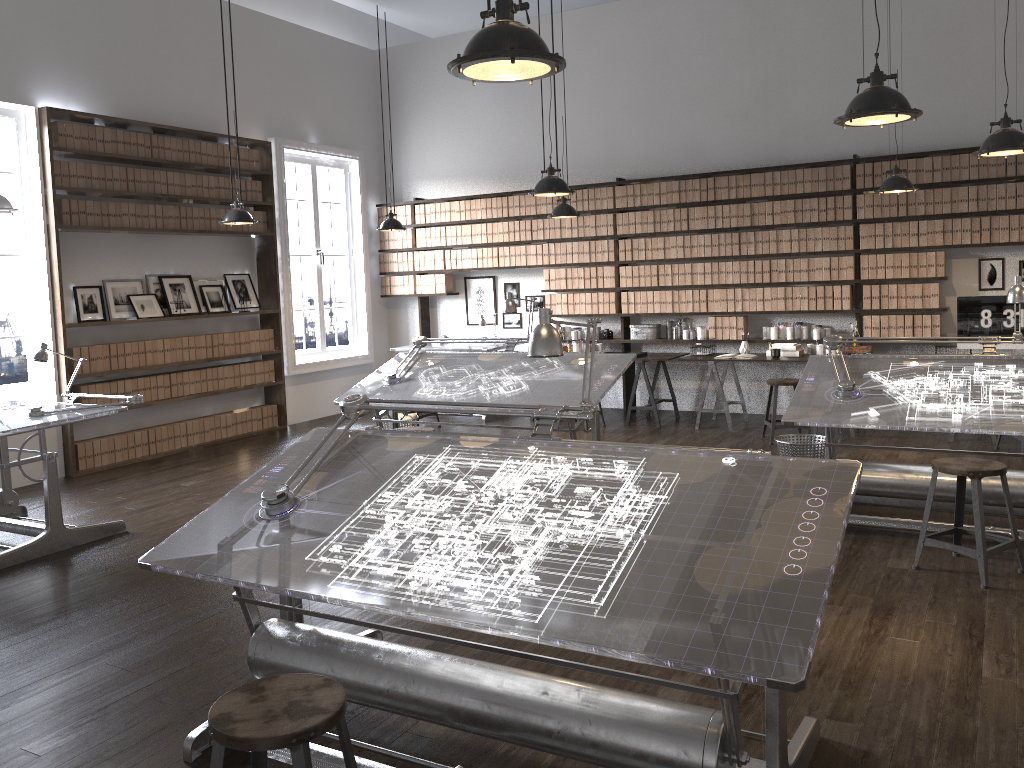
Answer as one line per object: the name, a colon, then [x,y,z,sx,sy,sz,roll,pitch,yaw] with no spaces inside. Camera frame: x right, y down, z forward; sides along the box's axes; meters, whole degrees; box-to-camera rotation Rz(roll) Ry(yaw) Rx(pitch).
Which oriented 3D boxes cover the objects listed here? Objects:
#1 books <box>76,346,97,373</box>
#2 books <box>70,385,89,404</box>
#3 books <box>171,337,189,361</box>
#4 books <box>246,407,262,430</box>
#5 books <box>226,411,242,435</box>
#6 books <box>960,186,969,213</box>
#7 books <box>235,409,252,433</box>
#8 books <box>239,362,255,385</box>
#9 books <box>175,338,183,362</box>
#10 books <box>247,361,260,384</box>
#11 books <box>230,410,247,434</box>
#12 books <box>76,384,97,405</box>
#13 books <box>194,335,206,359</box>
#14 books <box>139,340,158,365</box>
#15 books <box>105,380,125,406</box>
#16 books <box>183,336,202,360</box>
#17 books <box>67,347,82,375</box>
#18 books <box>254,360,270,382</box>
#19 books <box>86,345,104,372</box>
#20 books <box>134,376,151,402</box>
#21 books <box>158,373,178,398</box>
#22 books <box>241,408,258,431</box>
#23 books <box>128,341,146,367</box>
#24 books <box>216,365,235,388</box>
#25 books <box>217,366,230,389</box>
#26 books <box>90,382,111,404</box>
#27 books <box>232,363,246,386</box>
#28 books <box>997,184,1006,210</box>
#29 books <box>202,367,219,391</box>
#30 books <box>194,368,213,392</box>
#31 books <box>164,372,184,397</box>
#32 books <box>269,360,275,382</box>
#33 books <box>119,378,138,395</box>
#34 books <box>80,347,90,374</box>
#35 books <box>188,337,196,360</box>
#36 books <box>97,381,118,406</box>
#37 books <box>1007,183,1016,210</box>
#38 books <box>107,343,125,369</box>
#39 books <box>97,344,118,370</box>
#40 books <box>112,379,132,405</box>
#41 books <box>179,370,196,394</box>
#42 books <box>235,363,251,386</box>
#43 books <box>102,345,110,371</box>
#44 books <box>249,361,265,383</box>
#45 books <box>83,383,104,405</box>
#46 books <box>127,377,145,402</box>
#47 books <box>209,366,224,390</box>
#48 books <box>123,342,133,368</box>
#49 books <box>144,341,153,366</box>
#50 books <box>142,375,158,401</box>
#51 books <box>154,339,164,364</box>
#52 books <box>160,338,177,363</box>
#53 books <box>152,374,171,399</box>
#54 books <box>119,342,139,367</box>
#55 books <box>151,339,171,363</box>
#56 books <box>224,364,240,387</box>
books: [-3.620,-0.210,7.538,0.174,0.225,0.067,0,5,30]
books: [-3.657,0.123,7.470,0.174,0.225,0.067,0,5,30]
books: [-3.147,-0.329,8.382,0.174,0.225,0.067,0,5,30]
books: [-2.686,0.362,9.201,0.174,0.225,0.067,0,5,29]
books: [-2.818,0.396,8.955,0.174,0.225,0.067,0,5,29]
books: [3.925,-1.593,7.685,0.067,0.225,0.175,0,5,30]
books: [-2.755,0.379,9.078,0.174,0.225,0.067,0,5,30]
books: [-2.734,-0.109,9.115,0.174,0.225,0.067,0,5,29]
books: [-3.185,-0.321,8.323,0.174,0.225,0.067,0,5,29]
books: [-2.698,-0.117,9.171,0.174,0.225,0.067,0,5,30]
books: [-2.790,0.388,9.016,0.174,0.225,0.067,0,5,30]
books: [-3.622,0.114,7.533,0.174,0.225,0.067,0,5,29]
books: [-3.046,-0.355,8.563,0.174,0.225,0.067,0,5,30]
books: [-3.318,-0.287,8.083,0.174,0.225,0.067,0,5,29]
books: [-3.485,0.079,7.779,0.174,0.225,0.067,0,5,29]
books: [-3.073,-0.347,8.506,0.174,0.225,0.067,0,5,29]
books: [-3.694,-0.193,7.414,0.174,0.225,0.067,0,5,29]
books: [-2.635,-0.135,9.294,0.174,0.225,0.067,0,5,29]
books: [-3.592,-0.218,7.595,0.174,0.225,0.067,0,5,29]
books: [-3.357,0.046,8.015,0.174,0.225,0.067,0,5,30]
books: [-3.211,0.011,8.262,0.174,0.225,0.067,0,5,30]
books: [-2.717,0.371,9.137,0.174,0.225,0.067,0,5,29]
books: [-3.385,-0.271,7.967,0.174,0.225,0.067,0,5,29]
books: [-2.871,-0.076,8.877,0.174,0.225,0.067,0,5,29]
books: [-2.902,-0.067,8.814,0.174,0.225,0.067,0,5,30]
books: [-3.558,0.096,7.660,0.174,0.225,0.067,0,5,30]
books: [-2.798,-0.093,8.996,0.174,0.225,0.067,0,5,30]
books: [4.171,-1.586,7.546,0.067,0.225,0.175,0,5,29]
books: [-2.970,-0.049,8.687,0.174,0.225,0.067,0,5,29]
books: [-3.005,-0.042,8.634,0.174,0.225,0.067,0,5,30]
books: [-3.180,0.002,8.329,0.174,0.225,0.067,0,5,29]
books: [-2.597,-0.143,9.353,0.174,0.225,0.067,0,5,30]
books: [-3.421,0.062,7.898,0.174,0.225,0.067,0,5,30]
books: [-3.655,-0.201,7.475,0.174,0.225,0.067,0,5,29]
books: [-3.109,-0.338,8.443,0.174,0.225,0.067,0,5,30]
books: [-3.522,0.088,7.719,0.174,0.225,0.067,0,5,30]
books: [4.232,-1.584,7.508,0.067,0.225,0.175,0,5,29]
books: [-3.489,-0.244,7.783,0.174,0.225,0.067,0,5,30]
books: [-3.521,-0.235,7.715,0.174,0.225,0.067,0,5,29]
books: [-3.451,0.070,7.842,0.174,0.225,0.067,0,5,30]
books: [-3.109,-0.015,8.448,0.174,0.225,0.067,0,5,29]
books: [-2.764,-0.102,9.060,0.174,0.225,0.067,0,5,29]
books: [-3.562,-0.226,7.653,0.174,0.225,0.067,0,5,30]
books: [-2.670,-0.126,9.232,0.174,0.225,0.067,0,5,29]
books: [-3.589,0.105,7.597,0.174,0.225,0.067,0,5,29]
books: [-3.385,0.054,7.954,0.174,0.225,0.067,0,5,29]
books: [-2.935,-0.058,8.750,0.174,0.225,0.067,0,5,30]
books: [-3.450,-0.253,7.842,0.174,0.225,0.067,0,5,30]
books: [-3.346,-0.279,8.023,0.174,0.225,0.067,0,5,30]
books: [-3.322,0.037,8.077,0.174,0.225,0.067,0,5,30]
books: [-3.285,-0.295,8.137,0.174,0.225,0.067,0,5,29]
books: [-3.217,-0.312,8.262,0.174,0.225,0.067,0,5,29]
books: [-3.253,0.020,8.200,0.174,0.225,0.067,0,5,29]
books: [-3.419,-0.262,7.906,0.174,0.225,0.067,0,5,29]
books: [-3.248,-0.304,8.199,0.174,0.225,0.067,0,5,30]
books: [-2.836,-0.084,8.937,0.174,0.225,0.067,0,5,29]
